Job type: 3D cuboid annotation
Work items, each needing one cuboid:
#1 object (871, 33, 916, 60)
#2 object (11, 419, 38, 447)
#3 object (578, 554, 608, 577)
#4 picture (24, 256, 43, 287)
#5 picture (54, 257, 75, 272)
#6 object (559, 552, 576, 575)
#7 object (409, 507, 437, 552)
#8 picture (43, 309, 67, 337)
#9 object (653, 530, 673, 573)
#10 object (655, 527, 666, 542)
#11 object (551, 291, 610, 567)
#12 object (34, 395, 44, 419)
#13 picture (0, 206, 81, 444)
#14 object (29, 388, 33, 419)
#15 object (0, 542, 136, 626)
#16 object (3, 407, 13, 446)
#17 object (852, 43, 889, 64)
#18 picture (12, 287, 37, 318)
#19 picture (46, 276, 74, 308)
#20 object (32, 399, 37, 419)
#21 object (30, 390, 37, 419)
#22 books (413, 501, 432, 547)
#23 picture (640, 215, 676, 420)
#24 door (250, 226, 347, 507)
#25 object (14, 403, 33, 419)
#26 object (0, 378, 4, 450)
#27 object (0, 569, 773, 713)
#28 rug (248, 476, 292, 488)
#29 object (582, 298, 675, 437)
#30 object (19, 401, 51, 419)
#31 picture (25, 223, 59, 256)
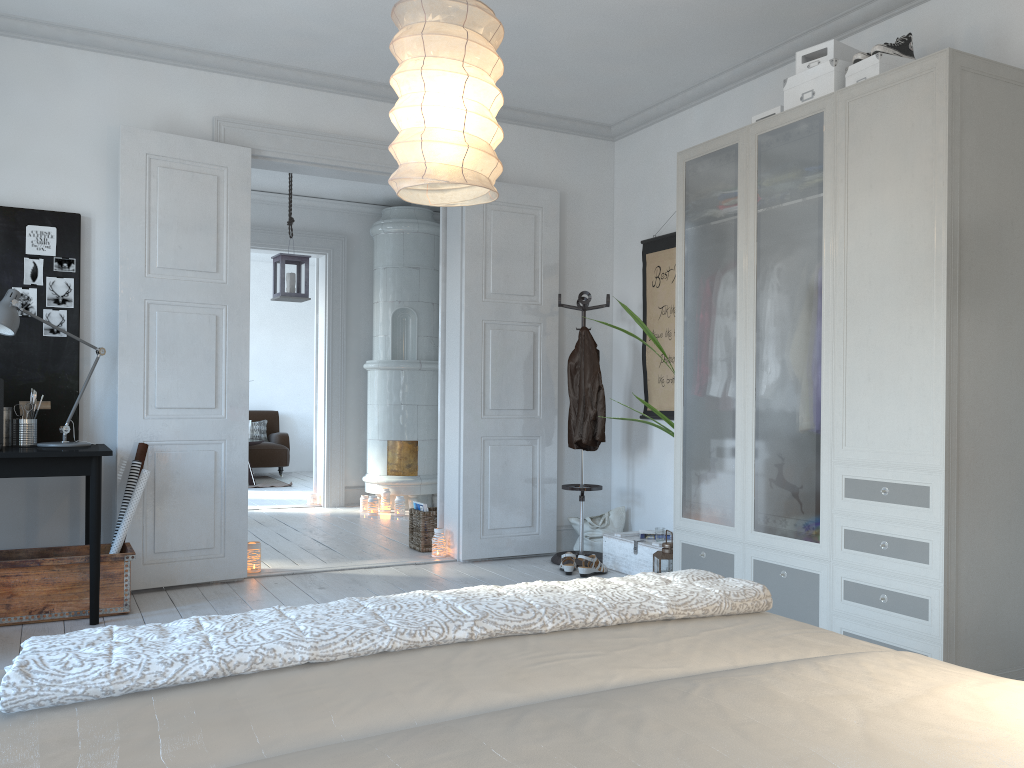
[{"bbox_3d":[1.492,-1.314,3.456,0.213,0.110,0.080,1,0,-21],"label":"object"},{"bbox_3d":[-2.279,0.228,4.143,0.108,0.128,0.108,1,0,-13],"label":"object"},{"bbox_3d":[0.472,1.031,5.099,0.099,0.126,0.272,0,-1,35],"label":"object"},{"bbox_3d":[-2.342,-0.550,4.340,0.083,0.146,0.002,1,0,-28],"label":"picture"},{"bbox_3d":[-2.222,-0.594,4.403,0.095,0.071,0.001,1,0,-28],"label":"picture"},{"bbox_3d":[0.326,1.032,5.182,0.099,0.126,0.272,1,-1,5],"label":"object"},{"bbox_3d":[-0.524,0.968,5.927,0.270,0.265,0.224,1,-1,-28],"label":"object"},{"bbox_3d":[-2.259,-0.304,4.383,0.103,0.136,0.001,1,0,-28],"label":"picture"},{"bbox_3d":[0.785,0.911,4.441,0.132,0.351,0.138,1,0,-5],"label":"object"},{"bbox_3d":[0.834,0.852,4.993,0.060,0.081,0.060,0,0,27],"label":"object"},{"bbox_3d":[0.437,0.271,5.491,0.374,1.658,0.374,1,0,-20],"label":"object"},{"bbox_3d":[-2.242,0.170,4.162,0.009,0.240,0.084,1,0,39],"label":"object"},{"bbox_3d":[-2.597,-0.277,4.241,0.953,1.172,0.064,1,0,-28],"label":"picture"},{"bbox_3d":[-2.266,0.154,4.166,0.008,0.267,0.060,1,0,-11],"label":"object"},{"bbox_3d":[-2.087,0.907,4.033,0.665,0.282,0.339,1,-1,-28],"label":"object"},{"bbox_3d":[-2.391,0.203,4.165,0.079,0.188,0.079,0,0,41],"label":"object"},{"bbox_3d":[1.444,-1.313,3.548,0.213,0.110,0.080,1,-1,-34],"label":"object"},{"bbox_3d":[-2.376,-0.399,4.321,0.107,0.150,0.001,1,0,-28],"label":"picture"},{"bbox_3d":[-2.239,-0.456,4.393,0.121,0.153,0.002,1,0,-28],"label":"picture"},{"bbox_3d":[-2.255,0.180,4.161,0.009,0.222,0.082,1,0,2],"label":"object"},{"bbox_3d":[-2.262,0.158,4.168,0.012,0.264,0.062,1,0,15],"label":"object"},{"bbox_3d":[-0.536,0.935,5.922,0.201,0.300,0.179,1,0,-28],"label":"books"},{"bbox_3d":[1.017,-0.438,5.304,0.057,1.313,0.793,1,0,-28],"label":"picture"},{"bbox_3d":[-2.344,-0.130,7.935,2.599,2.505,0.577,1,0,-28],"label":"door"},{"bbox_3d":[-2.293,0.187,4.148,0.081,0.198,0.050,1,0,-3],"label":"object"},{"bbox_3d":[-2.419,0.126,3.759,0.445,0.315,0.325,1,-1,-28],"label":"object"},{"bbox_3d":[-0.158,0.462,1.738,1.460,0.104,0.405,1,-1,-28],"label":"object"},{"bbox_3d":[-3.548,1.126,10.262,1.710,0.055,1.456,1,-1,-27],"label":"rug"},{"bbox_3d":[0.883,0.312,4.646,1.043,1.554,0.289,1,0,2],"label":"object"},{"bbox_3d":[-2.262,0.186,4.212,0.034,0.209,0.138,0,0,42],"label":"object"},{"bbox_3d":[-2.310,-0.710,4.355,0.147,0.154,0.004,1,0,-28],"label":"picture"}]
